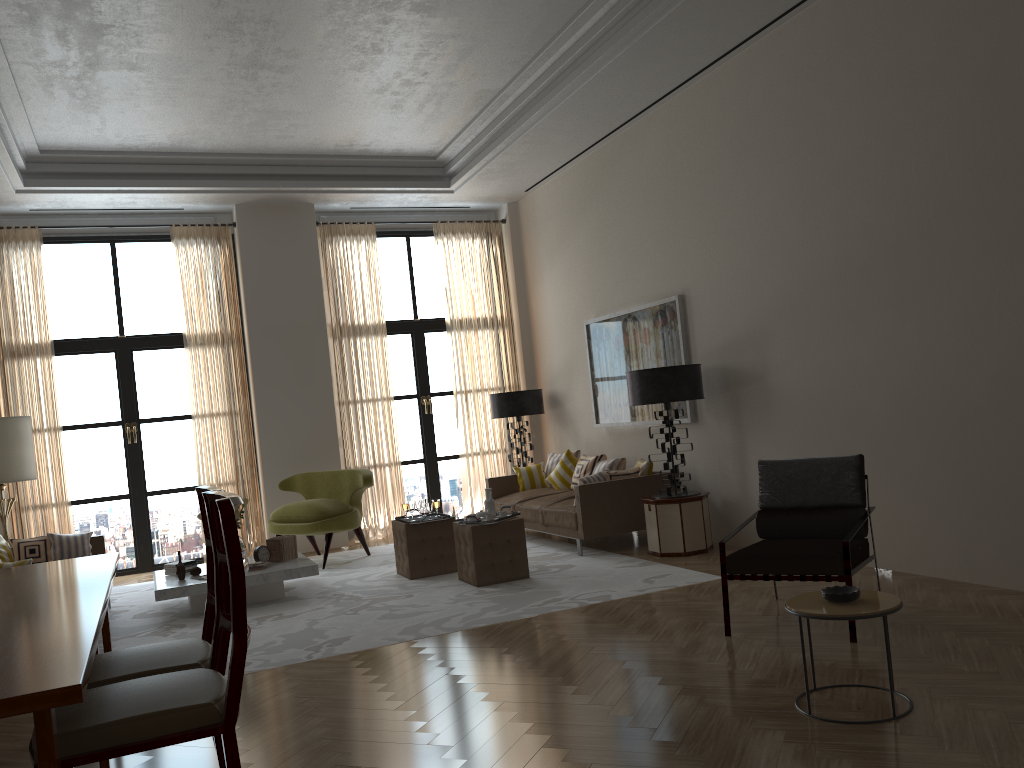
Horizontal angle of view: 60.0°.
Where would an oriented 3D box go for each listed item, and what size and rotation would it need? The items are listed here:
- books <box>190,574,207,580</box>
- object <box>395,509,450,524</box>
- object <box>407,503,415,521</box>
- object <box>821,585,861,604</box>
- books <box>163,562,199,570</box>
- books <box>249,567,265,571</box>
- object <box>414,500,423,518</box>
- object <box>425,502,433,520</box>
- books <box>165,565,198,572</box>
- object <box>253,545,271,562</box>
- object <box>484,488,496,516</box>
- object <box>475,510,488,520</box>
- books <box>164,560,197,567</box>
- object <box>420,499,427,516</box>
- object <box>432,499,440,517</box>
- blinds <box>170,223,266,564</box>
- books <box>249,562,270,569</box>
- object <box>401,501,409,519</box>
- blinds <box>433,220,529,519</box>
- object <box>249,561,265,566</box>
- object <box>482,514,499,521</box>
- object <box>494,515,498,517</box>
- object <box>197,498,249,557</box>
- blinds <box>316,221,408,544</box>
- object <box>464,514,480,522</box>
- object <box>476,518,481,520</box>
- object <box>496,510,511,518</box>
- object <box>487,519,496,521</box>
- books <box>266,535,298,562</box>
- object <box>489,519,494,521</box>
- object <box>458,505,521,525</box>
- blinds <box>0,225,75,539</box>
[{"bbox_3d":[-3.081,1.963,9.106,0.384,0.038,0.280,-7,-2,40],"label":"books"},{"bbox_3d":[-1.017,1.482,10.006,0.490,0.092,0.803,-5,-2,-23],"label":"object"},{"bbox_3d":[-1.108,1.427,9.830,0.098,0.191,0.098,-6,-1,3],"label":"object"},{"bbox_3d":[1.724,1.106,4.645,0.193,0.064,0.193,-6,-2,0],"label":"object"},{"bbox_3d":[-3.583,1.970,9.599,0.230,0.024,0.280,-7,-2,32],"label":"books"},{"bbox_3d":[-2.711,1.939,9.342,0.197,0.024,0.256,-6,-2,-5],"label":"books"},{"bbox_3d":[-1.063,1.432,10.146,0.098,0.191,0.098,-6,-1,-23],"label":"object"},{"bbox_3d":[-0.903,1.403,9.747,0.098,0.191,0.098,-6,-1,-23],"label":"object"},{"bbox_3d":[-3.578,1.993,9.586,0.207,0.024,0.262,-7,-2,30],"label":"books"},{"bbox_3d":[-2.705,1.854,9.604,0.082,0.209,0.204,-6,-1,28],"label":"object"},{"bbox_3d":[-0.240,1.260,9.407,0.113,0.305,0.125,-6,0,14],"label":"object"},{"bbox_3d":[-0.320,1.364,9.273,0.176,0.105,0.136,-5,-1,-26],"label":"object"},{"bbox_3d":[-3.588,1.942,9.589,0.207,0.030,0.259,-7,-2,34],"label":"books"},{"bbox_3d":[-1.020,1.432,10.282,0.098,0.191,0.098,-6,-1,25],"label":"object"},{"bbox_3d":[-0.856,1.408,10.071,0.098,0.191,0.098,-6,-1,3],"label":"object"},{"bbox_3d":[-4.199,0.158,12.689,0.873,4.873,0.418,-6,0,-20],"label":"blinds"},{"bbox_3d":[-2.704,1.914,9.347,0.255,0.026,0.202,-6,-2,2],"label":"books"},{"bbox_3d":[-1.218,1.449,10.160,0.098,0.191,0.098,-5,-1,-40],"label":"object"},{"bbox_3d":[-0.453,-0.177,14.248,1.241,4.873,0.419,-6,0,-21],"label":"blinds"},{"bbox_3d":[-2.697,1.893,9.357,0.138,0.019,0.137,-4,-2,-38],"label":"object"},{"bbox_3d":[-0.226,1.364,9.047,0.176,0.067,0.176,-5,-2,-21],"label":"object"},{"bbox_3d":[-0.164,1.389,9.334,0.049,0.026,0.053,-7,-2,34],"label":"object"},{"bbox_3d":[-3.061,1.592,9.527,0.539,0.821,0.628,-6,-1,-27],"label":"object"},{"bbox_3d":[-2.270,-0.015,13.493,0.959,4.873,0.419,-6,0,-20],"label":"blinds"},{"bbox_3d":[-0.406,1.373,9.108,0.176,0.067,0.176,-7,-2,43],"label":"object"},{"bbox_3d":[-0.350,1.385,9.071,0.052,0.027,0.080,-7,-2,25],"label":"object"},{"bbox_3d":[-0.092,1.359,9.267,0.176,0.067,0.176,-5,-2,-24],"label":"object"},{"bbox_3d":[-0.219,1.383,8.980,0.187,0.015,0.041,-5,-2,-36],"label":"object"},{"bbox_3d":[-2.539,1.816,9.787,0.211,0.264,0.281,-6,-1,28],"label":"books"},{"bbox_3d":[-0.201,1.379,8.949,0.053,0.026,0.049,-5,-2,-21],"label":"object"},{"bbox_3d":[-0.231,1.364,9.220,0.441,0.101,0.720,-7,-2,31],"label":"object"},{"bbox_3d":[-6.398,0.360,11.774,0.779,4.885,0.420,-6,0,-20],"label":"blinds"}]
